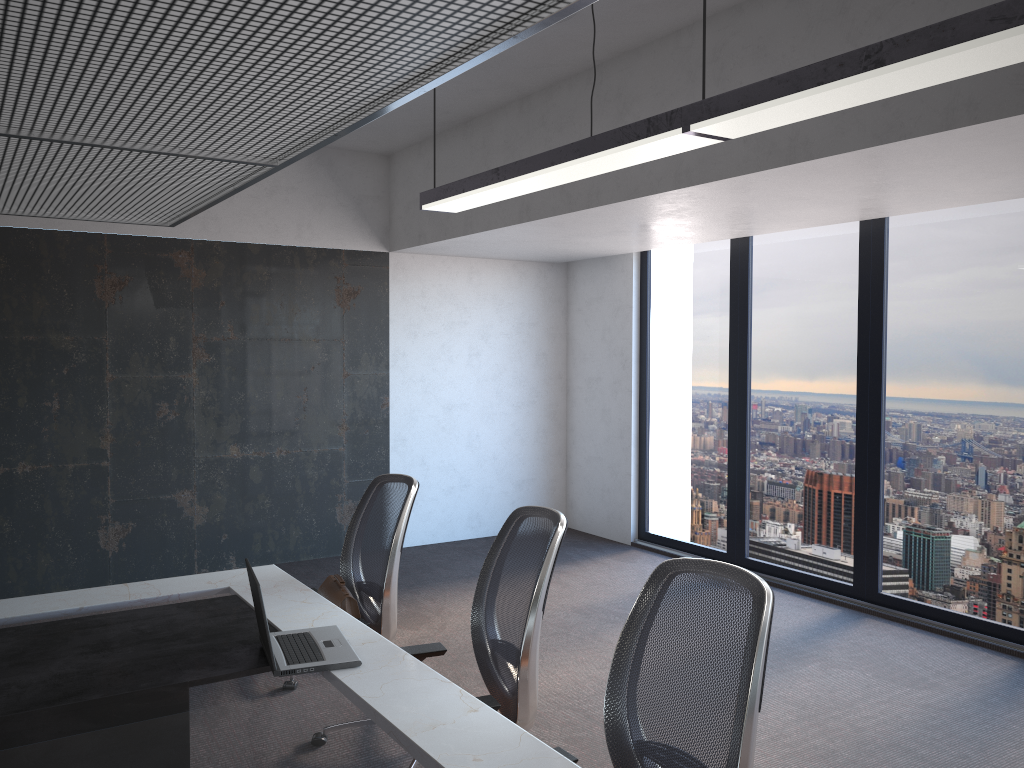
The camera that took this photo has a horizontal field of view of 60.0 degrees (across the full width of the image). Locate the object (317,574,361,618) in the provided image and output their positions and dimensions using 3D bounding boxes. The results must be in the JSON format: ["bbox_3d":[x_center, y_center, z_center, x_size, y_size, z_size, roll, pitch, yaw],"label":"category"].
[{"bbox_3d":[-0.728,0.956,3.710,0.138,0.308,0.378,-1,2,-21],"label":"object"}]

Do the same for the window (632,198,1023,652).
[{"bbox_3d":[3.571,0.220,3.922,0.121,2.670,9.225,-1,3,-32],"label":"window"}]

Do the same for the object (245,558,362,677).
[{"bbox_3d":[-0.665,0.714,2.800,0.308,0.277,0.366,-1,2,-22],"label":"object"}]

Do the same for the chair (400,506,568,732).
[{"bbox_3d":[-0.200,1.019,2.918,0.789,1.166,0.828,2,3,32],"label":"chair"}]

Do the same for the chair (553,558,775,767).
[{"bbox_3d":[0.254,1.053,2.081,0.789,1.166,0.828,1,2,21],"label":"chair"}]

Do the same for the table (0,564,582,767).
[{"bbox_3d":[-0.394,1.290,1.165,1.898,0.745,5.498,-1,3,-32],"label":"table"}]

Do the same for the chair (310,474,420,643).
[{"bbox_3d":[-0.765,0.989,3.679,0.789,1.166,0.828,1,2,21],"label":"chair"}]

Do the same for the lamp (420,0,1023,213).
[{"bbox_3d":[-0.441,-1.236,1.137,4.126,0.908,6.097,-1,3,-32],"label":"lamp"}]
